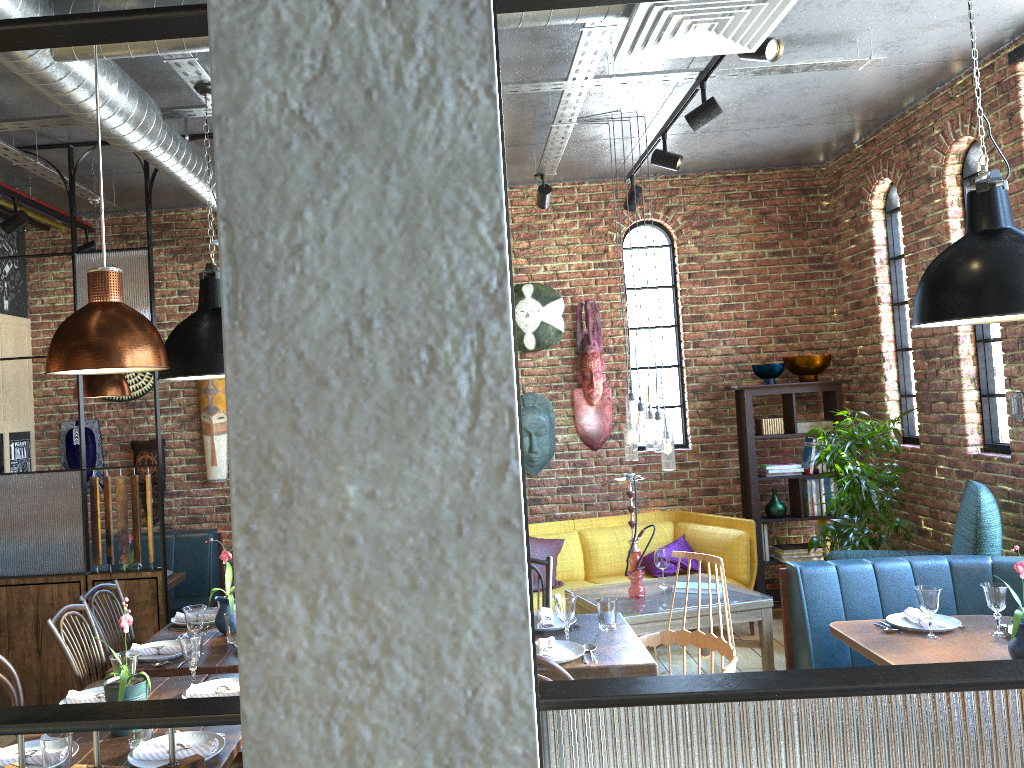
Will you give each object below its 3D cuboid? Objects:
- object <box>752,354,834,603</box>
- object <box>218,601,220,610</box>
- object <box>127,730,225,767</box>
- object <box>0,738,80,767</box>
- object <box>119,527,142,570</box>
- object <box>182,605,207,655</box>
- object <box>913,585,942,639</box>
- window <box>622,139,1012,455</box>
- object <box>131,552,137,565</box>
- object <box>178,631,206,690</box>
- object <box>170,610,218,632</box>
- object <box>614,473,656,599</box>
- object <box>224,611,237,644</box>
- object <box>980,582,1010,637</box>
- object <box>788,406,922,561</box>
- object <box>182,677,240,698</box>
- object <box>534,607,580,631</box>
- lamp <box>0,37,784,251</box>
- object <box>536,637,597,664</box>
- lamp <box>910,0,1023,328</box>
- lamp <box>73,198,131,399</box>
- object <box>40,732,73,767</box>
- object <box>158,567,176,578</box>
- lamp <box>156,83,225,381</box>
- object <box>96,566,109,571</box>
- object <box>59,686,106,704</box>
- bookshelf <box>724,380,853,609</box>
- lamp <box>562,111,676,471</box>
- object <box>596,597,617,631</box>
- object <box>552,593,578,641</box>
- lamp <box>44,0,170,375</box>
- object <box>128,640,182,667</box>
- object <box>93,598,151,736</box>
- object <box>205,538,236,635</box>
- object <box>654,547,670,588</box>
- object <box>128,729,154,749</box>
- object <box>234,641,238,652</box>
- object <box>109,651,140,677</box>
[{"bbox_3d":[2.067,0.681,6.393,0.605,1.763,0.328,-3,-2,-5],"label":"object"},{"bbox_3d":[-1.314,1.048,4.066,0.082,0.120,0.086,-3,-2,-18],"label":"object"},{"bbox_3d":[-0.959,1.043,2.539,0.271,0.051,0.322,-3,-1,3],"label":"object"},{"bbox_3d":[-1.390,1.069,2.516,0.271,0.051,0.322,-3,-1,3],"label":"object"},{"bbox_3d":[-2.411,1.103,5.577,0.142,0.427,0.208,-3,-2,-23],"label":"object"},{"bbox_3d":[-1.288,1.006,3.587,0.101,0.192,0.095,-4,-2,20],"label":"object"},{"bbox_3d":[1.634,0.894,3.447,0.102,0.192,0.094,-5,-2,29],"label":"object"},{"bbox_3d":[1.892,-0.365,4.252,3.289,2.432,8.901,-3,-1,-35],"label":"window"},{"bbox_3d":[-2.553,1.234,5.917,0.095,0.192,0.101,-3,-2,-21],"label":"object"},{"bbox_3d":[-1.136,0.991,3.139,0.101,0.192,0.095,-4,-2,20],"label":"object"},{"bbox_3d":[-1.467,1.094,4.131,0.271,0.051,0.322,-3,-1,3],"label":"object"},{"bbox_3d":[0.704,0.867,5.011,0.167,0.705,0.263,-3,-2,-10],"label":"object"},{"bbox_3d":[-1.180,1.036,3.751,0.082,0.120,0.086,-3,-2,-18],"label":"object"},{"bbox_3d":[1.886,0.878,3.428,0.102,0.192,0.094,-5,-2,29],"label":"object"},{"bbox_3d":[2.186,0.882,5.536,0.704,1.530,0.884,-3,-2,-22],"label":"object"},{"bbox_3d":[-0.998,1.052,3.050,0.271,0.051,0.322,-3,-1,3],"label":"object"},{"bbox_3d":[0.117,0.993,3.714,0.327,0.051,0.267,-3,-1,3],"label":"object"},{"bbox_3d":[-2.051,-1.186,3.182,6.274,0.274,7.213,-3,-1,-1],"label":"lamp"},{"bbox_3d":[0.153,0.985,3.268,0.327,0.051,0.267,-3,-1,3],"label":"object"},{"bbox_3d":[1.629,-0.882,3.058,0.544,1.328,0.514,-4,-2,17],"label":"lamp"},{"bbox_3d":[-2.775,-0.578,5.911,0.364,1.336,0.372,-3,-2,-8],"label":"lamp"},{"bbox_3d":[-1.249,1.024,2.421,0.081,0.120,0.087,-3,-2,-25],"label":"object"},{"bbox_3d":[-2.479,1.302,6.035,0.327,0.051,0.267,-3,-1,3],"label":"object"},{"bbox_3d":[-1.362,-0.691,3.988,0.540,1.328,0.517,-4,-2,12],"label":"lamp"},{"bbox_3d":[-2.730,1.280,5.878,0.081,0.120,0.088,-2,-2,-32],"label":"object"},{"bbox_3d":[-1.412,1.076,3.013,0.271,0.051,0.322,-3,-1,3],"label":"object"},{"bbox_3d":[2.059,0.828,6.401,0.819,1.670,0.315,-4,-2,2],"label":"bookshelf"},{"bbox_3d":[0.629,-0.538,5.253,0.521,2.122,0.278,-5,-3,25],"label":"lamp"},{"bbox_3d":[0.389,0.940,3.598,0.083,0.120,0.085,-3,-2,-11],"label":"object"},{"bbox_3d":[0.209,0.913,3.397,0.094,0.192,0.103,-2,-3,-43],"label":"object"},{"bbox_3d":[-1.301,-0.705,2.782,0.354,1.336,0.382,-2,-3,-28],"label":"lamp"},{"bbox_3d":[-1.444,1.086,3.595,0.271,0.051,0.322,-3,-1,3],"label":"object"},{"bbox_3d":[-1.231,0.875,2.778,0.210,0.427,0.141,-5,-3,33],"label":"object"},{"bbox_3d":[-1.254,0.889,3.919,0.140,0.432,0.211,-4,-2,17],"label":"object"},{"bbox_3d":[0.899,1.096,5.262,0.095,0.229,0.087,-5,-3,38],"label":"object"},{"bbox_3d":[-1.107,1.018,2.628,0.080,0.120,0.088,-2,-2,-39],"label":"object"},{"bbox_3d":[-1.015,1.061,3.670,0.271,0.051,0.322,-3,-1,3],"label":"object"},{"bbox_3d":[-1.284,0.997,2.930,0.094,0.192,0.103,-2,-3,-43],"label":"object"}]
